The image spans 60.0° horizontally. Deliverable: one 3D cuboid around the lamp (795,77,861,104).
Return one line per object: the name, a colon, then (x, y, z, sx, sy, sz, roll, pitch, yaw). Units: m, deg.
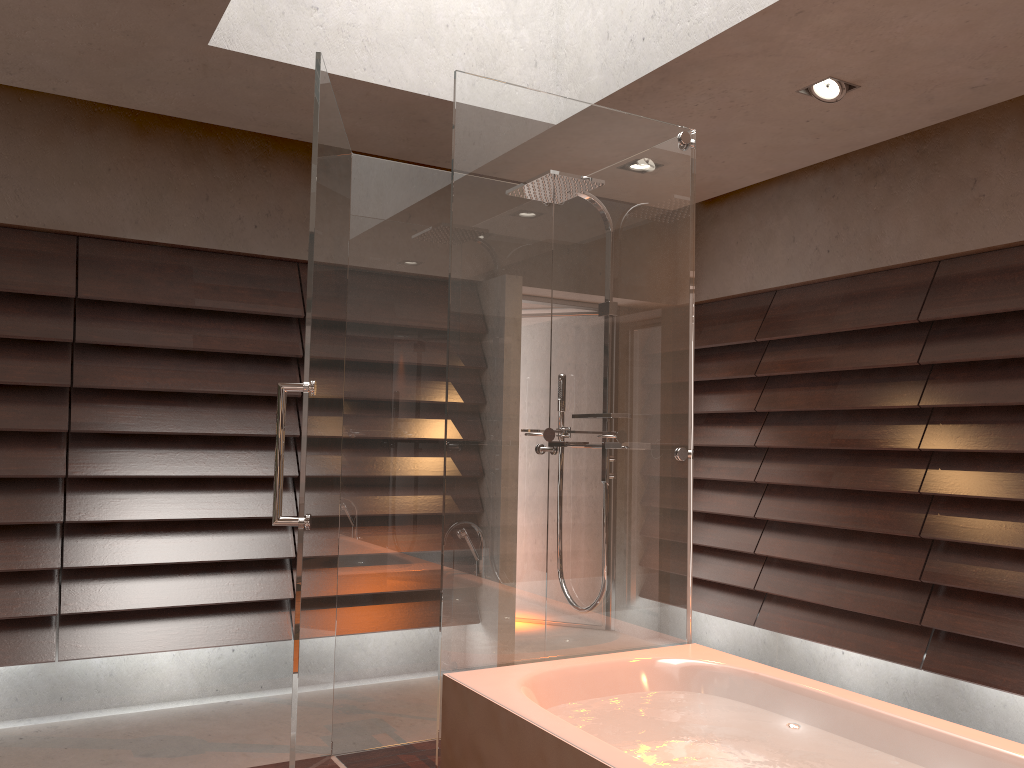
lamp: (1.200, -1.135, 3.369, 0.170, 0.110, 0.165, 3, -4, -30)

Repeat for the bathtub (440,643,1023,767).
bathtub: (0.734, 0.891, 1.793, 0.994, 0.761, 2.000, 3, -4, -30)
